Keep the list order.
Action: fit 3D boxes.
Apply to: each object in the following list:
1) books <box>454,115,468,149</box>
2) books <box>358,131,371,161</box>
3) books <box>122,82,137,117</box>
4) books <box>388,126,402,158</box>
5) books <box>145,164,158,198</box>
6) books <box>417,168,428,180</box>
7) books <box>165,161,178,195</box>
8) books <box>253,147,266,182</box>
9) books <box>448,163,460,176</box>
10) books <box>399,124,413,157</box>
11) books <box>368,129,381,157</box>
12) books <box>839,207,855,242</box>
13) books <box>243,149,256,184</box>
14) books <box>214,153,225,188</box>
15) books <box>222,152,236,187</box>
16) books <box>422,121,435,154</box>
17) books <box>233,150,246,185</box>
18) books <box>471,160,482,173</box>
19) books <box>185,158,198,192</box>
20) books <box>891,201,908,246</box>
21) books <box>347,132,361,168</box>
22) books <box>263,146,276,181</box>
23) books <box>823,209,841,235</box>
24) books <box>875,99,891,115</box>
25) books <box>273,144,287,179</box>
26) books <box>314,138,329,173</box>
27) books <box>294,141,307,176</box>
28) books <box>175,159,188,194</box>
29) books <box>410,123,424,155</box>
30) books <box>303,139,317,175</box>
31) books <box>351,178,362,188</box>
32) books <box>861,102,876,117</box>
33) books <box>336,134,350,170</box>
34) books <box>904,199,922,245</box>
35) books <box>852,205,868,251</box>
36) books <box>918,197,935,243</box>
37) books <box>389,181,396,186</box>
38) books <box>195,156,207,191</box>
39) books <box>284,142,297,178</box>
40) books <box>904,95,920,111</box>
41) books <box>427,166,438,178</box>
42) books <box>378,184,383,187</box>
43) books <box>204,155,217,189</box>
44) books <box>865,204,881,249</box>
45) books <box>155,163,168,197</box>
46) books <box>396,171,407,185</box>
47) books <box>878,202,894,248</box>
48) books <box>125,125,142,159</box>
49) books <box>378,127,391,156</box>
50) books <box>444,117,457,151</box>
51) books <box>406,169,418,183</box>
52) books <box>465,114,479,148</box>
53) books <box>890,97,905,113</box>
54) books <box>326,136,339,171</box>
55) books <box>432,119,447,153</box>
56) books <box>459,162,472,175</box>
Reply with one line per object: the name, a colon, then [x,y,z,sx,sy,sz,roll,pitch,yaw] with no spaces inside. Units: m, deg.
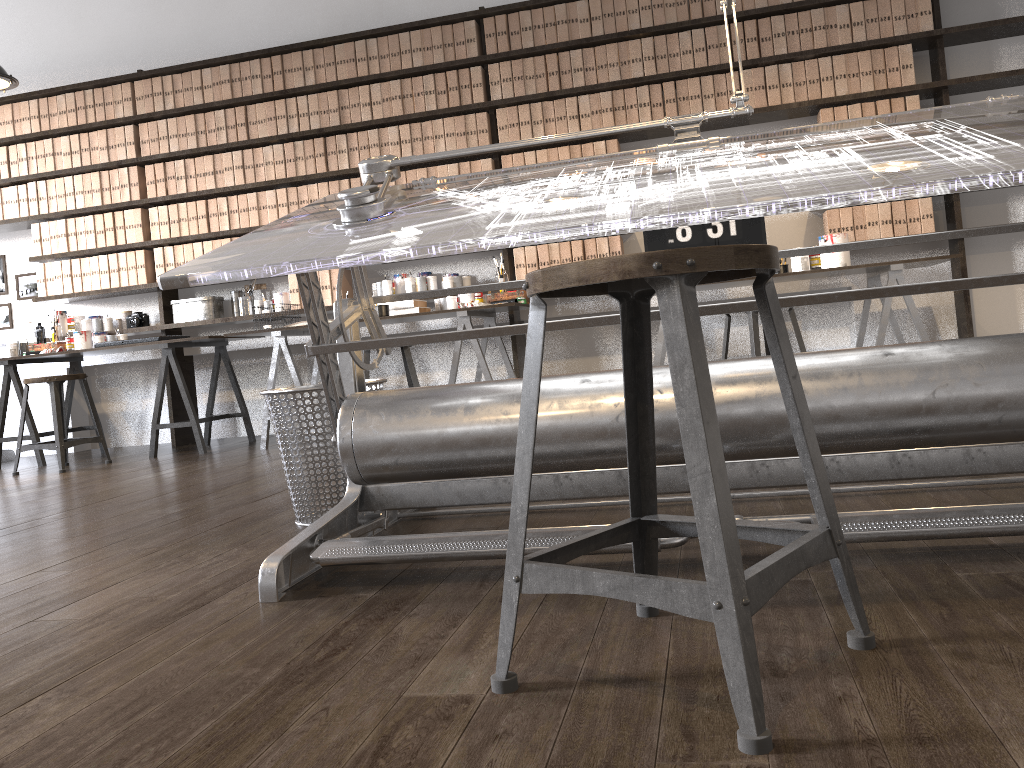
books: [-0.283,-1.491,5.356,0.067,0.226,0.175,-6,0,13]
books: [-0.883,-1.438,5.495,0.066,0.226,0.175,-6,0,13]
books: [-2.479,-1.851,5.837,0.066,0.226,0.175,-6,0,13]
books: [-0.692,-1.455,5.450,0.066,0.225,0.175,-6,0,13]
books: [-2.318,-1.311,5.813,0.066,0.225,0.175,-6,0,13]
books: [-0.514,-1.192,5.410,0.067,0.226,0.175,-6,0,13]
books: [-2.173,-1.324,5.781,0.066,0.226,0.175,-6,0,13]
books: [-1.568,-1.377,5.648,0.066,0.226,0.174,-6,0,13]
books: [-0.324,-1.209,5.369,0.067,0.226,0.175,-6,0,13]
books: [-0.622,-1.461,5.433,0.067,0.226,0.175,-6,0,13]
books: [-0.819,-1.443,5.475,0.067,0.226,0.175,-6,0,13]
books: [1.843,-0.852,4.894,0.067,0.226,0.175,-6,0,13]
books: [-1.636,-1.371,5.661,0.066,0.226,0.175,-6,0,13]
books: [-1.836,-1.354,5.705,0.066,0.225,0.175,-6,0,13]
books: [-1.775,-1.359,5.690,0.066,0.225,0.175,-6,0,13]
books: [-0.485,-1.473,5.408,0.066,0.226,0.174,-6,0,13]
books: [-1.705,-1.365,5.672,0.067,0.226,0.175,-6,0,13]
books: [-0.186,-1.221,5.345,0.066,0.226,0.174,-6,0,13]
books: [-2.035,-1.336,5.750,0.066,0.226,0.174,-6,0,13]
books: [2.103,-0.875,4.841,0.066,0.226,0.175,-6,0,13]
books: [-0.952,-1.432,5.510,0.066,0.226,0.174,-6,0,13]
books: [-1.501,-1.383,5.629,0.066,0.226,0.174,-6,0,13]
books: [1.779,-0.847,4.914,0.066,0.226,0.175,-6,0,13]
books: [2.025,-1.423,4.849,0.067,0.226,0.175,-6,0,13]
books: [-1.431,-1.389,5.610,0.066,0.226,0.175,-6,0,13]
books: [-1.164,-1.413,5.552,0.067,0.226,0.175,-6,0,13]
books: [-1.299,-1.401,5.585,0.066,0.225,0.175,-6,0,13]
books: [-2.105,-1.330,5.761,0.066,0.226,0.174,-6,0,13]
books: [-0.553,-1.467,5.421,0.066,0.226,0.175,-6,0,13]
books: [-1.234,-1.407,5.574,0.066,0.225,0.175,-6,0,13]
books: [-0.930,-1.155,5.509,0.066,0.225,0.175,-6,0,13]
books: [1.954,-1.417,4.871,0.066,0.226,0.175,-6,0,13]
books: [-1.021,-1.426,5.522,0.066,0.226,0.174,-6,0,13]
books: [2.172,-0.881,4.828,0.066,0.226,0.174,-6,0,13]
books: [1.909,-0.858,4.884,0.066,0.225,0.175,-6,0,13]
books: [2.233,-0.886,4.807,0.067,0.226,0.175,-6,0,13]
books: [-0.717,-1.174,5.457,0.066,0.226,0.174,-6,0,13]
books: [-1.966,-1.342,5.735,0.066,0.226,0.175,-6,0,13]
books: [-1.361,-1.395,5.595,0.067,0.226,0.175,-6,0,13]
books: [2.172,-1.436,4.820,0.066,0.225,0.175,-6,0,13]
books: [-0.449,-1.198,5.400,0.066,0.225,0.175,-6,0,13]
books: [-0.785,-1.168,5.477,0.066,0.226,0.175,-6,0,13]
books: [-1.902,-1.347,5.715,0.067,0.226,0.175,-6,0,13]
books: [1.970,-0.863,4.869,0.066,0.225,0.175,-6,0,13]
books: [-2.247,-1.317,5.792,0.067,0.226,0.175,-6,0,13]
books: [-0.648,-1.180,5.446,0.066,0.226,0.174,-6,0,13]
books: [2.034,-0.869,4.853,0.067,0.226,0.175,-6,0,13]
books: [-2.459,-1.575,5.836,0.067,0.226,0.175,-6,0,13]
books: [-0.753,-1.449,5.465,0.066,0.225,0.175,-6,0,13]
books: [-0.348,-1.485,5.370,0.066,0.226,0.175,-6,0,13]
books: [-0.579,-1.186,5.430,0.066,0.226,0.175,-6,0,13]
books: [-0.221,-1.496,5.347,0.066,0.225,0.175,-6,0,13]
books: [2.099,-1.429,4.839,0.066,0.225,0.175,-6,0,13]
books: [-1.090,-1.420,5.541,0.066,0.226,0.175,-6,0,13]
books: [-0.418,-1.479,5.389,0.066,0.226,0.174,-6,0,13]
books: [-0.255,-1.215,5.358,0.066,0.226,0.175,-6,0,13]
